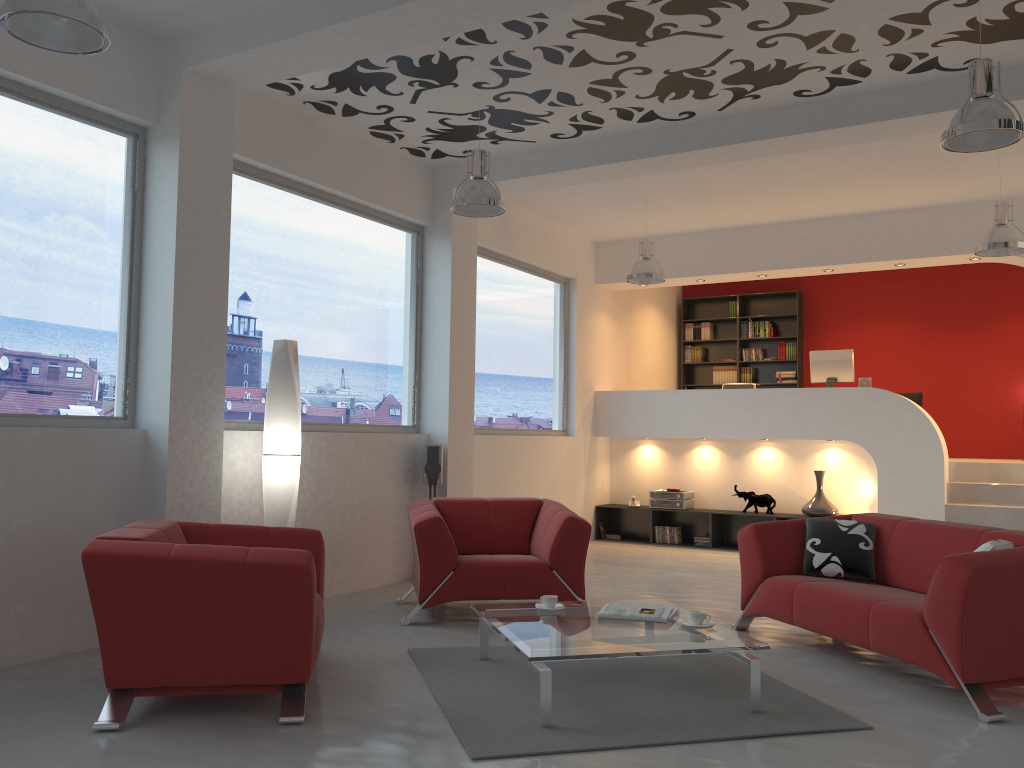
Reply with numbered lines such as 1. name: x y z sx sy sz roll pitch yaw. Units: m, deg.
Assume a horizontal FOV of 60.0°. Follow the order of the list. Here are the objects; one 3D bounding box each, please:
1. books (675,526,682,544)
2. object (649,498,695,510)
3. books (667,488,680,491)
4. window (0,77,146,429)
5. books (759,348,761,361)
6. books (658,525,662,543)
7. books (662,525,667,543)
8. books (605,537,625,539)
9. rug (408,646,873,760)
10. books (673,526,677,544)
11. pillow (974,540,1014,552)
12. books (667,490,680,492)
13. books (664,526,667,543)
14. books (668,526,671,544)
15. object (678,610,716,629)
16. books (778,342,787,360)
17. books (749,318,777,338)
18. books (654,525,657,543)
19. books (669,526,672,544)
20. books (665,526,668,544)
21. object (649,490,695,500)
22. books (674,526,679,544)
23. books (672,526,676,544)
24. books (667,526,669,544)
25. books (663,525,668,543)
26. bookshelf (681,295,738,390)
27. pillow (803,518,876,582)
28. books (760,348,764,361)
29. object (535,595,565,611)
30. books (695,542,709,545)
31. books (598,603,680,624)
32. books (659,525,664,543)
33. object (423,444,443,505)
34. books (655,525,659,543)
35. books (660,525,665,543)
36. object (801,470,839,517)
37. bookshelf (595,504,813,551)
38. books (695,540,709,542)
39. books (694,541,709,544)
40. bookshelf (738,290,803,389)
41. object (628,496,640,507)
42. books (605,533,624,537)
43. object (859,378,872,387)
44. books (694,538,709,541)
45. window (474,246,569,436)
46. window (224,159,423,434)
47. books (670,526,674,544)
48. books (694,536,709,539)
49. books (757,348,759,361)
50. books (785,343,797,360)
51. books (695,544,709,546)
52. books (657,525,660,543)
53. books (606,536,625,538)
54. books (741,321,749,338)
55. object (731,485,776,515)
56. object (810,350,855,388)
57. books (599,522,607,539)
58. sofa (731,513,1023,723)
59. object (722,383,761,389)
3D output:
1. books: 1.877 1.702 9.979 0.031 0.190 0.135 -1 -4 30
2. object: 1.820 1.361 10.117 0.430 0.100 0.365 -1 -4 30
3. books: 1.840 1.200 10.099 0.135 0.015 0.190 0 -4 15
4. window: -2.854 -0.704 4.253 0.100 1.800 2.400 -1 -4 30
5. books: 3.473 -0.403 12.356 0.031 0.190 0.135 -1 -4 30
6. books: 1.696 1.706 10.086 0.031 0.190 0.135 -1 -4 30
7. books: 1.735 1.705 10.063 0.031 0.190 0.135 -1 -4 30
8. books: 1.213 1.807 10.423 0.190 0.015 0.135 -1 -4 30
9. rug: 0.462 1.446 4.280 1.700 0.025 1.700 2 -4 -14
10. books: 1.851 1.703 9.995 0.031 0.190 0.135 -1 -4 30
11. pillow: 2.286 0.935 4.356 0.288 0.343 0.402 -2 -4 38
12. books: 1.838 1.215 10.088 0.135 0.015 0.190 0 -3 11
13. books: 1.761 1.705 10.048 0.031 0.190 0.135 -1 -4 30
14. books: 1.800 1.704 10.025 0.031 0.190 0.135 -1 -4 30
15. object: 0.886 1.127 4.247 0.153 0.069 0.153 3 -4 -33
16. books: 3.731 -0.442 12.198 0.090 0.256 0.181 -1 -4 30
17. books: 3.486 -0.769 12.338 0.341 0.286 0.231 -1 -4 30
18. books: 1.658 1.707 10.109 0.031 0.190 0.135 -1 -4 30
19. books: 1.813 1.704 10.017 0.031 0.190 0.135 -1 -4 30
20. books: 1.774 1.704 10.040 0.031 0.190 0.135 -1 -4 30
21. object: 1.825 1.263 10.130 0.430 0.077 0.349 -1 -4 30
22. books: 1.864 1.703 9.987 0.031 0.190 0.135 -1 -4 30
23. books: 1.839 1.703 10.002 0.031 0.190 0.135 -1 -4 30
24. books: 1.787 1.704 10.033 0.031 0.190 0.135 -1 -4 30
25. books: 1.748 1.705 10.056 0.031 0.190 0.135 -1 -4 30
26. bookshelf: 2.858 -0.127 12.639 0.816 2.213 0.305 -1 -4 30
27. pillow: 1.957 0.986 5.297 0.402 0.343 0.288 -1 -4 23
28. books: 3.486 -0.403 12.349 0.031 0.190 0.135 -1 -4 30
29. object: 0.199 1.138 4.608 0.153 0.069 0.153 1 -3 -3
30. books: 2.150 1.773 9.872 0.190 0.015 0.135 -1 -4 30
31. books: 0.632 1.153 4.474 0.367 0.035 0.345 0 -4 20
32. books: 1.709 1.706 10.078 0.031 0.190 0.135 -1 -4 30
33. object: -0.658 1.057 7.301 0.214 1.112 0.229 1 -3 -4
34. books: 1.670 1.707 10.101 0.031 0.190 0.135 -1 -4 30
35. books: 1.722 1.706 10.071 0.031 0.190 0.135 -1 -4 30
36. object: 3.229 1.151 9.305 0.369 0.481 0.369 1 -3 -4
37. bookshelf: 2.266 1.609 9.841 2.764 0.397 0.405 -1 -4 30
38. books: 2.147 1.743 9.876 0.190 0.015 0.135 -1 -4 30
39. books: 2.142 1.758 9.878 0.190 0.015 0.135 -2 -4 35
40. bookshelf: 3.561 -0.141 12.225 0.816 2.213 0.305 -1 -4 30
41. object: 1.414 1.355 10.266 0.130 0.117 0.146 0 -3 6
42. books: 1.204 1.777 10.430 0.190 0.015 0.135 -1 -4 30
43. object: 3.815 0.008 9.582 0.133 0.147 0.151 0 -4 14
44. books: 2.141 1.727 9.873 0.190 0.015 0.135 -1 -4 30
45. window: -0.015 -0.375 9.068 0.100 1.800 2.400 -1 -4 30
46. window: -1.434 -0.540 6.660 0.100 1.800 2.400 -1 -4 30
47. books: 1.826 1.703 10.010 0.031 0.190 0.135 -1 -4 30
48. books: 2.136 1.713 9.885 0.190 0.015 0.135 -1 -4 25
49. books: 3.447 -0.403 12.371 0.031 0.190 0.135 -1 -4 30
50. books: 3.834 -0.436 12.136 0.146 0.240 0.170 -1 -4 30
51. books: 2.145 1.788 9.874 0.190 0.015 0.135 -1 -4 25
52. books: 1.683 1.706 10.094 0.031 0.190 0.135 -1 -4 30
53. books: 1.217 1.792 10.421 0.190 0.015 0.135 -1 -4 30
54. books: 3.293 -0.749 12.477 0.090 0.256 0.181 -1 -4 30
55. object: 2.641 1.258 9.672 0.191 0.296 0.507 4 -5 -44
56. object: 3.508 -0.141 9.715 0.458 0.452 0.230 -1 -4 30
57. books: 1.074 1.724 10.451 0.063 0.187 0.135 -1 -4 30
58. sofa: 2.110 1.138 4.830 0.951 0.738 1.929 2 -4 -19
59. object: 2.687 0.106 10.275 0.397 0.217 0.458 -1 -4 30
